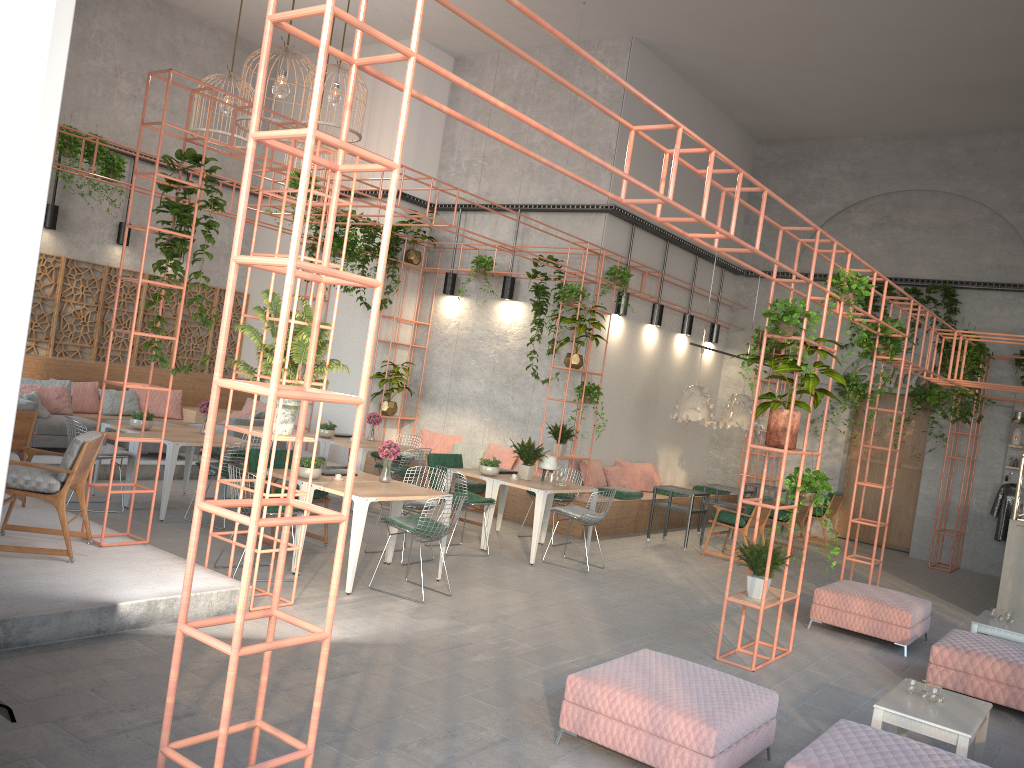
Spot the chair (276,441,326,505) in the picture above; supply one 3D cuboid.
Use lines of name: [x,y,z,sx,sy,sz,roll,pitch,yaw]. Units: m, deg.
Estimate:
chair: [-2.823,1.063,11.620,0.717,0.941,0.565,8,0,-38]

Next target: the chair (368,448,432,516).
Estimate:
chair: [-1.484,1.261,11.793,0.717,0.941,0.565,9,0,32]

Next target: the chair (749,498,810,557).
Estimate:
chair: [4.158,2.100,13.600,0.685,0.930,0.722,9,0,36]

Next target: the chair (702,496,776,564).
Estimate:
chair: [3.132,1.955,12.165,0.685,0.929,0.722,9,0,36]

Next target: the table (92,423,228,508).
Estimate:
table: [-4.051,0.934,10.260,0.694,0.830,1.205,9,0,36]

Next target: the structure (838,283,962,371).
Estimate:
structure: [6.709,-1.021,15.442,1.939,1.514,0.856,9,0,30]

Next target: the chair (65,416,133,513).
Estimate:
chair: [-4.410,0.841,9.403,0.717,0.941,0.565,8,0,-38]

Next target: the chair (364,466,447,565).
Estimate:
chair: [-1.091,1.334,9.210,0.565,0.941,0.717,9,0,37]

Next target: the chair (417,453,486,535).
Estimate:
chair: [-0.720,1.382,11.331,0.685,0.917,0.722,9,0,36]

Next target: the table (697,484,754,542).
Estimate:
table: [3.398,2.052,14.140,0.635,0.798,0.602,9,0,36]

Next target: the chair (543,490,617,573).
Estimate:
chair: [0.778,1.607,10.140,0.717,0.941,0.565,9,0,32]

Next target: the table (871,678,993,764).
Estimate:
table: [2.507,2.145,5.325,0.520,0.455,0.916,9,0,36]

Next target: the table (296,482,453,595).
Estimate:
table: [-1.245,1.375,8.152,0.694,0.830,1.214,9,0,36]

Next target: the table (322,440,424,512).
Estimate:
table: [-1.905,1.242,12.072,0.694,0.830,1.214,9,0,36]

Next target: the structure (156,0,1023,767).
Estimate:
structure: [4.587,0.822,8.001,4.157,4.247,14.689,9,0,36]

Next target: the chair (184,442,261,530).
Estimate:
chair: [-3.071,1.038,9.576,0.717,0.941,0.565,9,0,32]

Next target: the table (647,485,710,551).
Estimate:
table: [2.380,1.909,12.718,0.635,0.798,0.602,9,0,36]

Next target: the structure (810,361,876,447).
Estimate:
structure: [6.014,0.338,16.000,0.950,1.527,0.921,8,0,-21]

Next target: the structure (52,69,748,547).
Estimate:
structure: [-0.456,-0.524,13.709,4.501,4.345,14.096,9,0,35]

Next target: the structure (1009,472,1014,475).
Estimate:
structure: [8.069,1.445,14.318,0.066,0.044,0.019,9,0,36]

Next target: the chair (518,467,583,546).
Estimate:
chair: [0.509,1.559,11.477,0.565,0.941,0.717,9,0,37]

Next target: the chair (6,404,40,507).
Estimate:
chair: [-4.823,0.598,8.011,0.685,0.929,0.722,9,0,36]

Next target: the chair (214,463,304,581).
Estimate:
chair: [-2.162,1.184,7.700,0.717,0.941,0.565,8,0,-38]

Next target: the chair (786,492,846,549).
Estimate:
chair: [5.163,2.241,15.005,0.685,0.930,0.722,9,0,36]

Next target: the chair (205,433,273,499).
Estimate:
chair: [-3.339,0.991,10.913,0.565,0.941,0.717,9,0,37]

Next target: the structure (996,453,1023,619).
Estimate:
structure: [7.986,2.122,11.243,2.579,2.022,4.057,9,0,36]

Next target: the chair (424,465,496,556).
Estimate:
chair: [-0.561,1.409,9.967,0.717,0.941,0.565,8,0,-38]

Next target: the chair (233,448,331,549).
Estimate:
chair: [-2.322,1.157,9.064,0.685,0.917,0.722,9,0,36]

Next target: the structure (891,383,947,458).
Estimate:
structure: [7.094,0.523,15.261,0.950,1.527,0.921,9,0,34]

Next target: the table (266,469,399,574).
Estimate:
table: [-1.805,1.290,8.557,0.694,0.830,1.205,9,0,36]

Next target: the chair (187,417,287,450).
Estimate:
chair: [-4.185,0.784,13.513,1.127,0.672,1.052,9,0,36]

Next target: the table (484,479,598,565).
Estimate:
table: [0.357,1.588,10.419,0.694,0.830,1.214,9,0,36]

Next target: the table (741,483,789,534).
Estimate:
table: [4.416,2.195,15.562,0.635,0.798,0.602,9,0,36]

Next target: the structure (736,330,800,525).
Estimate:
structure: [4.737,0.818,16.510,0.630,3.597,0.430,9,0,36]

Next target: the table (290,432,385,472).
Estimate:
table: [-2.465,1.157,12.477,0.694,0.830,1.205,9,0,36]

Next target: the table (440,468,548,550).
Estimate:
table: [-0.203,1.502,10.824,0.694,0.830,1.205,9,0,36]

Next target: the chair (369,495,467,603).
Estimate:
chair: [-0.823,1.382,7.873,0.717,0.941,0.565,9,0,32]

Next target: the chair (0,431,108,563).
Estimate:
chair: [-3.551,0.801,6.724,0.685,0.914,0.722,8,0,-14]

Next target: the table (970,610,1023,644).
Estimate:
table: [4.558,2.430,8.190,0.520,0.455,0.916,9,0,36]

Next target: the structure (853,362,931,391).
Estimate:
structure: [6.643,-0.184,15.536,1.312,0.505,0.063,9,0,36]

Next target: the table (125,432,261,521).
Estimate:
table: [-3.493,1.019,9.856,0.694,0.830,1.214,9,0,36]

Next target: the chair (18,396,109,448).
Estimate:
chair: [-6.058,0.474,11.580,1.056,0.586,1.127,9,0,36]

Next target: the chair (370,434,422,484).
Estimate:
chair: [-1.753,1.214,13.130,0.565,0.941,0.717,9,0,37]
